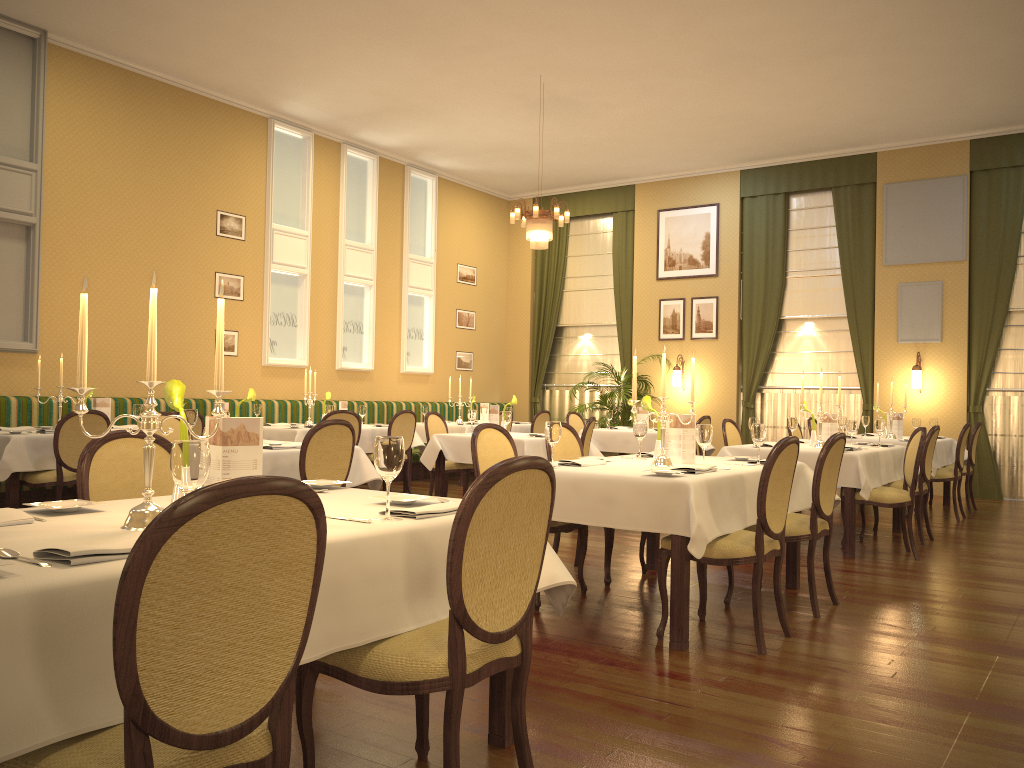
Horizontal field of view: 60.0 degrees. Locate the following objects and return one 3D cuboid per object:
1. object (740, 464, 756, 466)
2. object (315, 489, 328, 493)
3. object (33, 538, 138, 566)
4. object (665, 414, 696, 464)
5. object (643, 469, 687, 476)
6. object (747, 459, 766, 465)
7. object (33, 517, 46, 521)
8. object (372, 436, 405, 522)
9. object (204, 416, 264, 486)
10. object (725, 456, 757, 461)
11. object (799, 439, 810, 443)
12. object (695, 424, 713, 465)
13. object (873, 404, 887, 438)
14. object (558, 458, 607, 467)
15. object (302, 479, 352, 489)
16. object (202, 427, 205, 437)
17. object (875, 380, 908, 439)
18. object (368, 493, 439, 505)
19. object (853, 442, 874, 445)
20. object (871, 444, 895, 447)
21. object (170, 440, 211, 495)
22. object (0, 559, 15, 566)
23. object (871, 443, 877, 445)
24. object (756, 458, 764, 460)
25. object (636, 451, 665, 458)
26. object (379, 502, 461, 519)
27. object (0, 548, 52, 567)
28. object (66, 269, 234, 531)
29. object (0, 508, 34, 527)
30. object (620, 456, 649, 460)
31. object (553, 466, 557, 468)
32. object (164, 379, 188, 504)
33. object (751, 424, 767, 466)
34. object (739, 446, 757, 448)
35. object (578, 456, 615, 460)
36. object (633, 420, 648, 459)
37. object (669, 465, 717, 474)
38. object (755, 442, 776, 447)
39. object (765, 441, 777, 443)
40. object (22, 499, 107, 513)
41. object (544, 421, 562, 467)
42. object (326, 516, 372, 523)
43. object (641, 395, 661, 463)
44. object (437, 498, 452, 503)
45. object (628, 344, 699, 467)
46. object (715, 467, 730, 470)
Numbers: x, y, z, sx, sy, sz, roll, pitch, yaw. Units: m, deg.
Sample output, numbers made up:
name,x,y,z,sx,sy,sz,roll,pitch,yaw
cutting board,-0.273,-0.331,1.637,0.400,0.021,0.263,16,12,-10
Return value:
name,x,y,z,sx,sy,sz,roll,pitch,yaw
object,1.256,0.443,4.902,0.185,0.010,0.017,1,-1,35
object,-0.713,0.370,3.111,0.181,0.015,0.038,0,-1,36
object,-0.825,0.340,1.850,0.142,0.033,0.273,1,-1,35
object,0.935,0.305,4.900,0.166,0.277,0.081,1,-1,6
object,0.699,0.411,4.076,0.160,0.024,0.160,1,-1,35
object,1.465,0.445,5.090,0.142,0.024,0.273,1,-1,35
object,-1.272,0.347,2.330,0.185,0.010,0.017,1,-1,36
object,-0.340,0.259,2.440,0.088,0.229,0.088,1,-1,-8
object,-0.775,0.228,2.413,0.166,0.277,0.081,1,-1,6
object,1.369,0.445,5.283,0.160,0.024,0.160,1,-1,35
object,2.584,0.512,7.933,0.142,0.033,0.273,1,-1,35
object,0.976,0.321,4.508,0.088,0.229,0.088,1,-1,-13
object,3.999,0.396,9.609,0.076,0.375,0.163,2,-1,-34
object,0.372,0.411,4.649,0.142,0.033,0.273,1,-1,35
object,-0.692,0.368,3.221,0.160,0.024,0.160,1,-1,35
object,-0.943,0.253,2.821,0.088,0.229,0.088,1,-1,-8
object,4.013,0.256,9.377,0.390,0.655,0.131,1,-1,0
object,-0.341,0.368,2.796,0.160,0.024,0.160,1,-1,35
object,3.063,0.522,7.747,0.160,0.024,0.160,1,-1,35
object,3.159,0.522,7.553,0.142,0.024,0.273,1,-1,35
object,-0.734,0.244,2.021,0.088,0.229,0.088,1,-1,-8
object,-1.011,0.334,1.589,0.160,0.024,0.160,1,-1,35
object,3.238,0.530,7.763,0.181,0.015,0.038,0,-1,36
object,1.544,0.453,5.300,0.181,0.015,0.038,0,-1,36
object,0.891,0.436,5.469,0.142,0.033,0.273,1,-1,35
object,-0.245,0.368,2.603,0.142,0.024,0.273,1,-1,35
object,-0.963,0.342,1.745,0.181,0.015,0.038,0,-1,36
object,-0.906,0.035,2.224,0.390,0.655,0.131,2,-1,-21
object,-1.339,0.334,2.162,0.142,0.033,0.273,1,-1,35
object,0.724,0.437,5.233,0.185,0.010,0.017,1,-1,36
object,0.151,0.410,4.432,0.181,0.015,0.038,0,-1,36
object,-0.920,0.174,2.456,0.076,0.375,0.163,2,-1,-34
object,1.370,0.336,4.927,0.088,0.229,0.088,1,-1,-8
object,1.845,0.486,6.895,0.181,0.015,0.038,0,-1,36
object,0.472,0.421,4.947,0.160,0.024,0.160,1,-1,35
object,0.767,0.330,5.308,0.088,0.229,0.088,1,-1,-8
object,0.885,0.417,4.337,0.142,0.033,0.273,1,-1,35
object,2.065,0.488,7.113,0.142,0.033,0.273,1,-1,35
object,2.166,0.497,7.410,0.160,0.024,0.160,1,-1,35
object,-1.238,0.344,2.460,0.160,0.024,0.160,1,-1,35
object,0.207,0.305,4.503,0.088,0.229,0.088,1,-1,-8
object,-0.455,0.366,2.415,0.185,0.010,0.017,1,-1,35
object,0.790,0.251,4.943,0.076,0.375,0.163,2,-1,-34
object,-0.166,0.376,2.813,0.181,0.015,0.038,0,-1,36
object,0.804,0.112,4.711,0.390,0.655,0.131,2,-1,-21
object,1.039,0.433,4.587,0.185,0.010,0.017,1,-1,35
